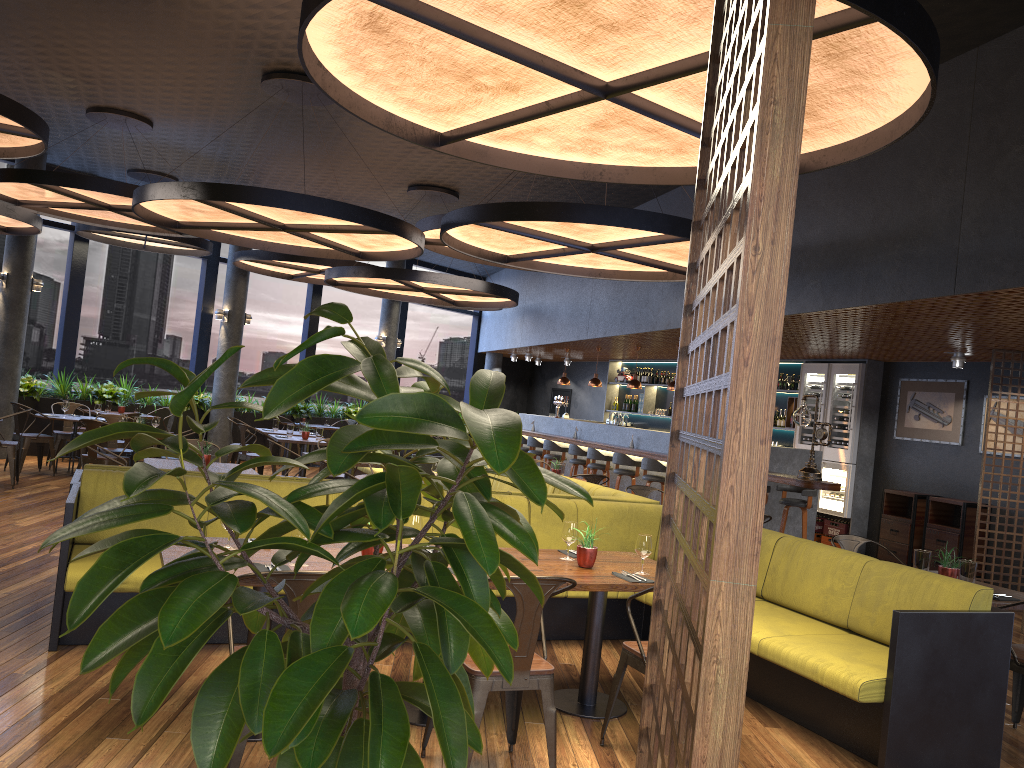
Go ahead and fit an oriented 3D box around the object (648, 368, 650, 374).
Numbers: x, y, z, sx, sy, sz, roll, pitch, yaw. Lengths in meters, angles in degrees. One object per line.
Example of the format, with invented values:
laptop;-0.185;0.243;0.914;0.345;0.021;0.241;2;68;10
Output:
object;2.675;-0.150;17.347;0.085;0.310;0.086;6;-1;4

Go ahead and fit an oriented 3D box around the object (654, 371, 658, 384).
object;2.751;-0.121;16.906;0.063;0.254;0.063;7;-2;-41

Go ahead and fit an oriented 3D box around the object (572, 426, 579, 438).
object;1.108;0.835;15.313;0.114;0.203;0.069;6;-1;27

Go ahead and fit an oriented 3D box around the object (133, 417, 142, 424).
object;-4.307;0.483;10.184;0.097;0.206;0.097;7;-1;-17

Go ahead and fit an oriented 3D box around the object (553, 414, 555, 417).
object;0.846;0.629;17.745;0.042;0.059;0.042;7;-1;-26

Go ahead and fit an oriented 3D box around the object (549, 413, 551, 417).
object;0.757;0.619;17.718;0.042;0.059;0.042;7;-1;-26

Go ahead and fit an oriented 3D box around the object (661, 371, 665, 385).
object;2.856;-0.114;16.692;0.063;0.254;0.063;6;-1;-6

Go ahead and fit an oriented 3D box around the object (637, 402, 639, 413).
object;2.534;0.407;17.586;0.094;0.340;0.094;6;-1;-1

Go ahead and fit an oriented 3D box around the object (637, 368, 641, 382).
object;2.500;-0.165;17.499;0.085;0.310;0.086;6;-1;4

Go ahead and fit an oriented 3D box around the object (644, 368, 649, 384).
object;2.625;-0.158;17.220;0.085;0.310;0.086;6;-1;10

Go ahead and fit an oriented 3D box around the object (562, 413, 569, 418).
object;1.338;0.664;18.027;0.766;0.106;0.200;7;-1;-24

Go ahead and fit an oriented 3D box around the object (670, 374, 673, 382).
object;2.996;-0.082;16.630;0.068;0.217;0.068;7;-1;-19

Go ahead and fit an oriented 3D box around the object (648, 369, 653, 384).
object;2.674;-0.137;17.115;0.083;0.301;0.083;7;-1;-16

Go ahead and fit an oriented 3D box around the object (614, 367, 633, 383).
object;2.308;-0.176;18.112;0.229;0.319;0.579;7;-1;-24

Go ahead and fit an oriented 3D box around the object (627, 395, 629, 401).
object;2.339;0.394;17.954;0.094;0.340;0.094;6;-1;12

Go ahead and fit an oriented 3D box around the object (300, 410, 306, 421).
object;-4.009;0.625;17.025;0.260;0.271;0.238;7;-1;-22

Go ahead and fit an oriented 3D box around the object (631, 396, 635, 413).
object;2.442;0.401;17.771;0.094;0.340;0.094;6;-1;-1

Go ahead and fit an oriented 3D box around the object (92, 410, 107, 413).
object;-6.415;0.423;13.771;0.255;0.019;0.157;5;-2;42

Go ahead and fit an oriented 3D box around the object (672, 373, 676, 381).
object;3.000;-0.090;16.395;0.088;0.224;0.088;7;-1;-29

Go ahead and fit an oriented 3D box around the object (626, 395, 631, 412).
object;2.337;0.389;17.754;0.094;0.340;0.094;6;-1;-10

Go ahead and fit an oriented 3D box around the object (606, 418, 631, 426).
object;2.056;0.978;17.961;0.550;0.569;0.355;7;-1;-24

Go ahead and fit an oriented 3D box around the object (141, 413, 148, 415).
object;-5.945;0.483;14.237;0.255;0.019;0.157;5;-2;42

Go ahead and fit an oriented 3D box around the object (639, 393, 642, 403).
object;2.550;0.286;17.352;0.080;0.192;0.098;7;-1;-24

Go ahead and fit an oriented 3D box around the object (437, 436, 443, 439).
object;-1.130;0.916;13.915;0.102;0.178;0.102;7;-2;-38

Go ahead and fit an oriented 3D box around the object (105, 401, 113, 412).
object;-6.337;0.354;13.924;0.102;0.178;0.102;7;-2;-42

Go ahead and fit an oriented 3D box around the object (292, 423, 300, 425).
object;-4.000;0.743;16.574;0.255;0.019;0.157;5;-2;42

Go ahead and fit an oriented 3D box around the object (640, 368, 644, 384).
object;2.587;-0.155;17.533;0.085;0.310;0.086;6;-1;-13

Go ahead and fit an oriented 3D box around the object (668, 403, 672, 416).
object;2.928;0.470;16.422;0.063;0.254;0.063;5;-2;39

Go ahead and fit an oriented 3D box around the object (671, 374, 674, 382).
object;3.004;-0.083;16.544;0.068;0.217;0.068;6;-1;-4

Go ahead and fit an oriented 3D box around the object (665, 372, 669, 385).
object;2.942;-0.103;16.767;0.063;0.254;0.063;6;-1;14

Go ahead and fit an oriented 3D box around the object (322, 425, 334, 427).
object;-3.530;0.803;17.040;0.255;0.019;0.157;5;-2;42

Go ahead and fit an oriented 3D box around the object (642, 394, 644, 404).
object;2.589;0.288;17.259;0.080;0.192;0.098;7;-1;-24

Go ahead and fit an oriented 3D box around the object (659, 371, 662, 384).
object;2.824;-0.115;16.812;0.063;0.254;0.063;5;-2;39

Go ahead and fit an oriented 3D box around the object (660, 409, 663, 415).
object;2.834;0.532;16.718;0.084;0.119;0.084;6;-1;21

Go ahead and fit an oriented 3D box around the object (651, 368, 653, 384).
object;2.711;-0.147;17.259;0.085;0.310;0.086;6;-1;17

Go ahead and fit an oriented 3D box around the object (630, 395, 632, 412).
object;2.387;0.397;17.859;0.094;0.340;0.094;7;-1;-18

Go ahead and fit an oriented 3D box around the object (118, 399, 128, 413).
object;-6.166;0.328;14.038;0.260;0.271;0.238;6;-1;-8

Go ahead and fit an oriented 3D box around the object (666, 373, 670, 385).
object;2.916;-0.093;16.515;0.068;0.217;0.068;7;-1;-34

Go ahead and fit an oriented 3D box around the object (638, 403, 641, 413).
object;2.528;0.477;17.347;0.080;0.192;0.098;7;-1;-24

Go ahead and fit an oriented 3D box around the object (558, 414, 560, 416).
object;0.930;0.639;17.799;0.042;0.059;0.042;7;-1;-26

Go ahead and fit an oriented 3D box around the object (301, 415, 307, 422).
object;-3.922;0.674;16.727;0.102;0.178;0.102;7;-2;-42

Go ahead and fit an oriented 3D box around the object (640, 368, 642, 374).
object;2.551;-0.157;17.623;0.085;0.310;0.086;6;-1;17

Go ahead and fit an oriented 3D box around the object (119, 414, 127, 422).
object;-4.610;0.457;10.503;0.097;0.206;0.097;6;-1;18

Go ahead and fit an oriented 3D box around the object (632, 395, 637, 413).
object;2.431;0.396;17.565;0.094;0.340;0.094;6;-1;16

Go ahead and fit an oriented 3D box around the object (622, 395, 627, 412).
object;2.285;0.386;17.839;0.094;0.340;0.094;6;-1;-1

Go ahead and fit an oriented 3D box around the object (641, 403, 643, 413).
object;2.569;0.479;17.255;0.080;0.192;0.098;7;-1;-24

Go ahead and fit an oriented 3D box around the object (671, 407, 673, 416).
object;2.968;0.472;16.330;0.063;0.254;0.063;7;-2;-36

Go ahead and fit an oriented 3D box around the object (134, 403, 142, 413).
object;-5.940;0.400;14.064;0.102;0.178;0.102;7;-1;-32

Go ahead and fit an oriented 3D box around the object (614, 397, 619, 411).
object;2.167;0.415;18.307;0.079;0.281;0.079;7;-1;-20

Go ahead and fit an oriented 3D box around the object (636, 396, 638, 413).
object;2.482;0.404;17.682;0.094;0.340;0.094;6;-1;-14

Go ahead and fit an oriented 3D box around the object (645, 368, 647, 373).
object;2.625;-0.153;17.443;0.085;0.310;0.086;6;-1;4

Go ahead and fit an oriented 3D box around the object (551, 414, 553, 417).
object;0.801;0.624;17.736;0.042;0.059;0.042;7;-1;-26

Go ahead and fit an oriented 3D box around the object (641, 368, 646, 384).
object;2.585;-0.160;17.316;0.085;0.310;0.086;6;-1;-5

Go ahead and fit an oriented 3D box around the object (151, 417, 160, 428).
object;-4.271;0.496;10.621;0.097;0.206;0.097;5;-2;38

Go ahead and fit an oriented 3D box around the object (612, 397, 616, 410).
object;2.128;0.412;18.389;0.079;0.281;0.079;6;-1;-5

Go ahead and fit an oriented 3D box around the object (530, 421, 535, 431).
object;0.400;0.792;16.899;0.114;0.203;0.069;6;-1;24

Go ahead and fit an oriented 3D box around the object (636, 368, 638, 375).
object;2.465;-0.167;17.585;0.085;0.310;0.086;6;-1;10

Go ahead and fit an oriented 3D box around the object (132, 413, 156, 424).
object;-4.369;0.446;10.446;0.260;0.271;0.238;6;-1;15

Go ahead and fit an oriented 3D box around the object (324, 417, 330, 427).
object;-3.525;0.720;16.868;0.102;0.178;0.102;7;-1;-32
